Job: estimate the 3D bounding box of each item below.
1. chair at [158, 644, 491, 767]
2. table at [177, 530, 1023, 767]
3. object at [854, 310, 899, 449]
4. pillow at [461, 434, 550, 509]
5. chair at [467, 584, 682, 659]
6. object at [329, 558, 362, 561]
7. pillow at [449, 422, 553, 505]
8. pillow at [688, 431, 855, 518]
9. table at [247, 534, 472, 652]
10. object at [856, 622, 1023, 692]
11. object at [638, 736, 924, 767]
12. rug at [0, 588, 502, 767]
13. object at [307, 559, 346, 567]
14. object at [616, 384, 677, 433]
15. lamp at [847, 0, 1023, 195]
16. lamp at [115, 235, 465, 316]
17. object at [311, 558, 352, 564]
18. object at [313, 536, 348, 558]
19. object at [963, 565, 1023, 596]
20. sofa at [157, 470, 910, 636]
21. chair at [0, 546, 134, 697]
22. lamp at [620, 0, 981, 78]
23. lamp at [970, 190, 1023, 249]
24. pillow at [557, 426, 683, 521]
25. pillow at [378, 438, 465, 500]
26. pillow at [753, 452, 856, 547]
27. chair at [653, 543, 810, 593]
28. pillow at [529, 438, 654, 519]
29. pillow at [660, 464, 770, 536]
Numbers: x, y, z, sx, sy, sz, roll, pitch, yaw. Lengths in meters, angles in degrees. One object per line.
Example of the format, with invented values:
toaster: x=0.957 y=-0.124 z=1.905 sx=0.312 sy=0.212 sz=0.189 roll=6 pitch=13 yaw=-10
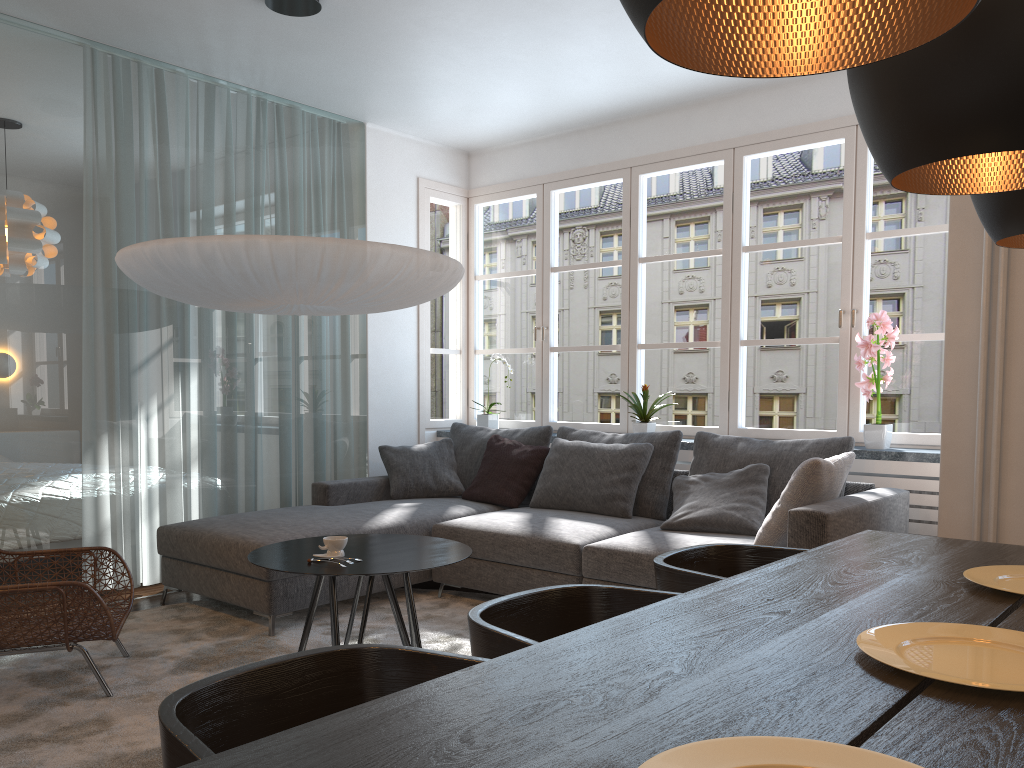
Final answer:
chair: x=-0.205 y=0.769 z=1.233 sx=0.519 sy=0.674 sz=0.592 roll=2 pitch=3 yaw=38
table: x=0.677 y=0.769 z=1.390 sx=1.105 sy=0.681 sz=2.497 roll=1 pitch=0 yaw=40
object: x=1.820 y=-0.020 z=4.432 sx=0.201 sy=0.693 sz=0.296 roll=1 pitch=3 yaw=19
pillow: x=-0.043 y=0.509 z=5.219 sx=0.520 sy=0.405 sz=0.310 roll=1 pitch=2 yaw=42
chair: x=0.191 y=0.774 z=1.700 sx=0.519 sy=0.674 sz=0.592 roll=2 pitch=3 yaw=41
object: x=-0.607 y=0.638 z=3.223 sx=0.124 sy=0.010 sz=0.026 roll=0 pitch=0 yaw=7
pillow: x=-0.136 y=0.487 z=5.500 sx=0.835 sy=0.480 sz=0.274 roll=1 pitch=2 yaw=41
pillow: x=1.225 y=0.485 z=4.350 sx=0.835 sy=0.479 sz=0.274 roll=1 pitch=2 yaw=41
table: x=-0.577 y=0.882 z=3.419 sx=0.846 sy=0.474 sz=0.846 roll=1 pitch=1 yaw=43
object: x=0.718 y=0.419 z=1.354 sx=0.355 sy=0.017 sz=0.355 roll=0 pitch=0 yaw=21
object: x=0.286 y=0.414 z=0.846 sx=0.355 sy=0.017 sz=0.355 roll=0 pitch=-1 yaw=44
rug: x=-0.740 y=1.113 z=3.445 sx=2.836 sy=0.012 sz=2.831 roll=0 pitch=0 yaw=20
object: x=-0.661 y=0.635 z=3.144 sx=0.168 sy=0.015 sz=0.015 roll=0 pitch=1 yaw=27
object: x=0.812 y=0.163 z=5.281 sx=0.376 sy=0.330 sz=0.321 roll=1 pitch=2 yaw=15
lamp: x=0.704 y=-0.577 z=1.277 sx=0.411 sy=0.543 sz=0.409 roll=1 pitch=2 yaw=17
lamp: x=-0.945 y=-0.430 z=3.904 sx=1.469 sy=0.211 sz=1.467 roll=0 pitch=0 yaw=-13
object: x=-0.650 y=0.635 z=3.185 sx=0.163 sy=0.016 sz=0.025 roll=0 pitch=1 yaw=15
object: x=-0.678 y=0.609 z=3.289 sx=0.139 sy=0.069 sz=0.091 roll=0 pitch=1 yaw=-38
object: x=1.150 y=0.425 z=1.863 sx=0.355 sy=0.017 sz=0.355 roll=0 pitch=-1 yaw=44
sofa: x=0.007 y=0.793 z=4.268 sx=3.064 sy=0.674 sz=2.037 roll=0 pitch=0 yaw=40
chair: x=-1.788 y=0.747 z=3.239 sx=0.685 sy=0.712 sz=0.716 roll=0 pitch=2 yaw=-17
lamp: x=0.253 y=-0.583 z=0.746 sx=0.411 sy=0.543 sz=0.409 roll=0 pitch=2 yaw=-2
lamp: x=1.155 y=-0.572 z=1.809 sx=0.411 sy=0.543 sz=0.409 roll=0 pitch=2 yaw=-16
pillow: x=0.535 y=0.484 z=4.947 sx=0.838 sy=0.477 sz=0.276 roll=1 pitch=2 yaw=41
pillow: x=-0.561 y=0.522 z=5.468 sx=0.515 sy=0.361 sz=0.345 roll=0 pitch=2 yaw=-10
pillow: x=1.238 y=0.498 z=3.739 sx=0.286 sy=0.416 sz=0.493 roll=2 pitch=2 yaw=39
chair: x=0.628 y=0.779 z=2.223 sx=0.519 sy=0.674 sz=0.592 roll=2 pitch=3 yaw=39
pillow: x=0.431 y=0.509 z=4.849 sx=0.666 sy=0.399 sz=0.291 roll=1 pitch=2 yaw=40
pillow: x=0.977 y=0.542 z=4.249 sx=0.492 sy=0.322 sz=0.443 roll=1 pitch=1 yaw=22
